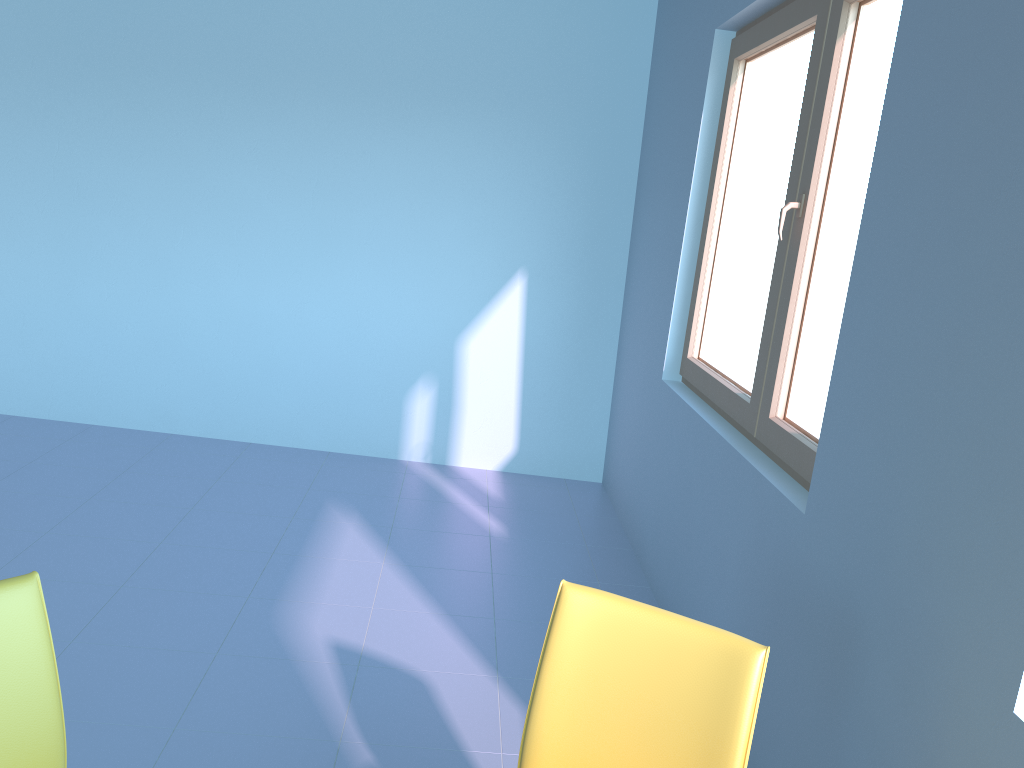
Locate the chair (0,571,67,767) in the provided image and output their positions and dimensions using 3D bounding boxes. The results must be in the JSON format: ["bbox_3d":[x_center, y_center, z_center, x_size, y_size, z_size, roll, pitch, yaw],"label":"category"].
[{"bbox_3d":[-0.620,0.671,1.103,0.484,0.695,0.387,13,13,27],"label":"chair"}]

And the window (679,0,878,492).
[{"bbox_3d":[0.748,-0.475,2.527,0.142,1.263,1.475,6,11,-4],"label":"window"}]

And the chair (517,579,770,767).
[{"bbox_3d":[0.090,0.721,1.271,0.387,0.695,0.484,13,13,27],"label":"chair"}]
